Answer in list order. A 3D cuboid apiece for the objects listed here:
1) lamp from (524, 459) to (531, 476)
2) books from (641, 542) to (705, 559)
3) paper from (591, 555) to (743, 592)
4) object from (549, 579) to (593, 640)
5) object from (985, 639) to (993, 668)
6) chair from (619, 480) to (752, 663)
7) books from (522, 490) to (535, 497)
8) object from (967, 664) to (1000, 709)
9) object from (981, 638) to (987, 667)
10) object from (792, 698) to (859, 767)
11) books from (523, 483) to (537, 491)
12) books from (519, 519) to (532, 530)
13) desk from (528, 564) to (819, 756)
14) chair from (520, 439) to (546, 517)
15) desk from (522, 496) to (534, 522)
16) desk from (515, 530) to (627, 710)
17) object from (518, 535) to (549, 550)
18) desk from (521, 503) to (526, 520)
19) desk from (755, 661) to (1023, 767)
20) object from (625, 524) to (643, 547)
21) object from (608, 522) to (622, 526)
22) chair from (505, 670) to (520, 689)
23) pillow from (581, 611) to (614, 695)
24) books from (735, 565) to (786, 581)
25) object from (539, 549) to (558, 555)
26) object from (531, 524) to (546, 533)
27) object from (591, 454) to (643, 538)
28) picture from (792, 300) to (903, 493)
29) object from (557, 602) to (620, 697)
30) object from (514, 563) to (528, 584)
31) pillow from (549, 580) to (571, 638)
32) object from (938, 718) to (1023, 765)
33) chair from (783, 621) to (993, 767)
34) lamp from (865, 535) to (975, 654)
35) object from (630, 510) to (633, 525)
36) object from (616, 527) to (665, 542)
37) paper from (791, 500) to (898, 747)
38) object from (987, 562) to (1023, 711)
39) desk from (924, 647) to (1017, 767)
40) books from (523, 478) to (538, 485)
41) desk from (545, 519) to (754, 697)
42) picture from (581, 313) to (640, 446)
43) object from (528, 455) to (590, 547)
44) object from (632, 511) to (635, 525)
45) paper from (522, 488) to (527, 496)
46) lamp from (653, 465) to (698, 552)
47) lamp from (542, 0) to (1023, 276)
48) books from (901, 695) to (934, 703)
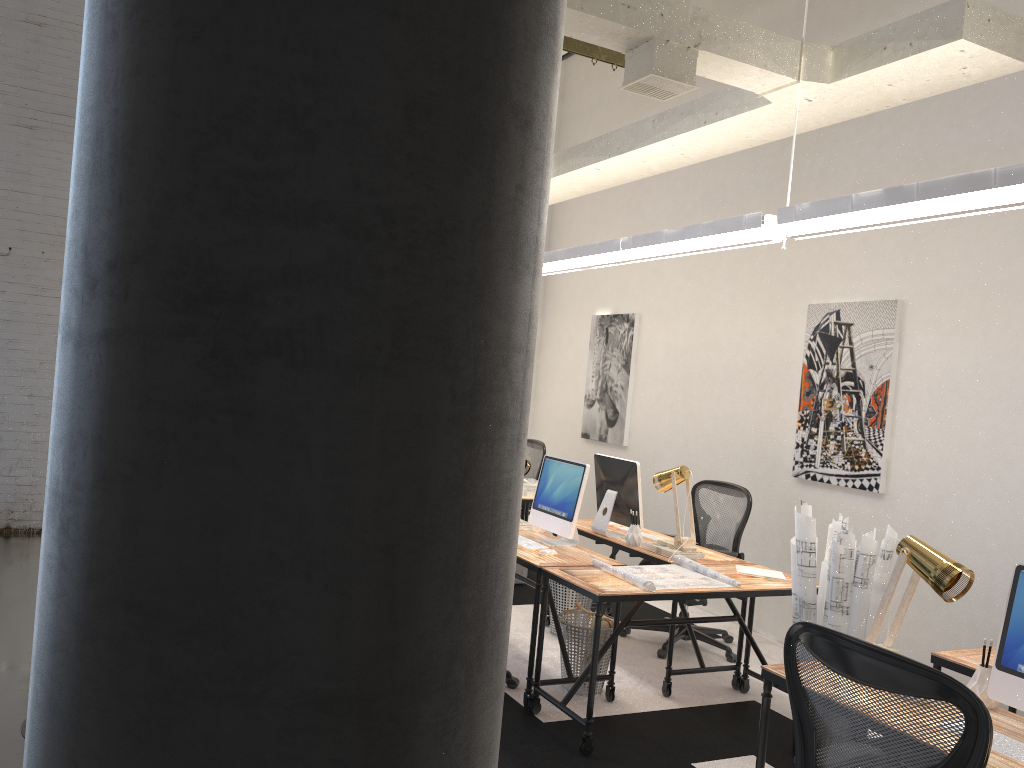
[{"bbox_3d":[-0.019,0.612,5.466,0.128,0.470,0.344,5,1,-26],"label":"lamp"},{"bbox_3d":[0.917,0.948,5.063,0.225,0.038,0.308,5,0,-27],"label":"books"},{"bbox_3d":[0.758,0.932,4.403,0.626,0.061,0.567,5,0,-29],"label":"paper"},{"bbox_3d":[0.384,1.430,5.814,0.353,0.435,0.358,5,1,-30],"label":"object"},{"bbox_3d":[1.515,0.921,2.835,0.054,0.207,0.008,4,1,-40],"label":"object"},{"bbox_3d":[1.186,1.178,5.791,0.793,1.086,0.770,5,1,-43],"label":"chair"},{"bbox_3d":[0.131,0.849,6.997,0.200,0.050,0.271,5,0,-29],"label":"books"},{"bbox_3d":[1.506,0.961,2.822,0.101,0.127,0.101,5,1,18],"label":"object"},{"bbox_3d":[1.502,0.919,2.834,0.008,0.207,0.054,6,1,28],"label":"object"},{"bbox_3d":[1.467,1.559,4.127,0.353,0.398,0.353,5,1,18],"label":"object"},{"bbox_3d":[0.149,0.803,7.020,0.193,0.044,0.257,5,0,-9],"label":"books"},{"bbox_3d":[-0.040,0.862,5.528,0.225,0.038,0.308,5,0,-27],"label":"books"},{"bbox_3d":[0.845,1.326,4.437,1.401,0.725,0.529,5,1,-27],"label":"desk"},{"bbox_3d":[-0.036,1.043,8.173,0.793,1.086,0.770,5,1,-43],"label":"chair"},{"bbox_3d":[-0.377,1.191,6.819,1.401,0.725,0.529,5,1,-27],"label":"desk"},{"bbox_3d":[0.026,1.252,5.113,0.529,0.724,1.400,5,0,-27],"label":"desk"},{"bbox_3d":[0.052,0.882,4.982,0.119,0.018,0.438,5,0,-27],"label":"object"},{"bbox_3d":[-0.439,1.184,7.872,0.529,0.724,1.400,5,0,-27],"label":"desk"},{"bbox_3d":[1.364,1.375,2.548,0.529,0.724,1.400,5,0,-27],"label":"desk"},{"bbox_3d":[0.717,0.887,5.202,0.101,0.127,0.101,5,1,18],"label":"object"},{"bbox_3d":[0.683,0.931,5.905,0.106,0.029,0.059,5,0,-26],"label":"object"},{"bbox_3d":[-0.346,1.041,4.806,0.793,1.086,0.770,5,1,-43],"label":"chair"},{"bbox_3d":[0.469,1.452,4.825,0.120,0.406,0.239,5,1,-26],"label":"pillow"},{"bbox_3d":[1.310,0.996,4.679,0.243,0.019,0.205,5,0,11],"label":"books"},{"bbox_3d":[0.193,0.888,4.686,0.106,0.029,0.059,5,0,-26],"label":"object"},{"bbox_3d":[0.168,0.838,5.387,0.101,0.127,0.101,5,1,18],"label":"object"},{"bbox_3d":[0.635,0.700,5.527,0.190,0.485,0.483,5,1,-27],"label":"object"},{"bbox_3d":[2.149,0.063,5.734,0.049,1.183,0.730,5,1,-27],"label":"picture"},{"bbox_3d":[0.398,1.432,4.794,0.353,0.435,0.358,5,1,-30],"label":"object"},{"bbox_3d":[-0.141,1.352,7.112,0.544,0.455,0.221,5,1,-27],"label":"object"},{"bbox_3d":[0.311,1.436,5.783,0.120,0.406,0.239,5,1,-26],"label":"pillow"},{"bbox_3d":[1.390,1.005,2.417,0.119,0.018,0.438,5,0,-27],"label":"object"},{"bbox_3d":[0.992,1.164,2.241,0.793,1.086,0.770,5,1,-43],"label":"chair"},{"bbox_3d":[1.318,0.735,2.901,0.126,0.470,0.344,5,1,-27],"label":"lamp"},{"bbox_3d":[0.708,0.844,5.210,0.008,0.207,0.054,4,1,-44],"label":"object"},{"bbox_3d":[0.823,0.950,5.609,0.119,0.018,0.438,5,0,-27],"label":"object"},{"bbox_3d":[1.484,1.147,4.133,0.440,1.198,0.412,6,1,41],"label":"paper"},{"bbox_3d":[1.620,0.792,2.490,0.190,0.485,0.483,5,1,-27],"label":"object"},{"bbox_3d":[2.120,1.443,2.924,0.529,0.724,1.400,5,0,-27],"label":"desk"},{"bbox_3d":[0.138,0.771,7.013,0.153,0.030,0.185,5,0,-29],"label":"books"},{"bbox_3d":[0.782,1.319,5.489,0.529,0.724,1.400,5,0,-27],"label":"desk"},{"bbox_3d":[0.901,-0.053,8.219,0.049,1.183,0.730,5,1,-27],"label":"picture"},{"bbox_3d":[0.282,0.668,5.055,0.190,0.485,0.483,5,1,-27],"label":"object"},{"bbox_3d":[0.715,0.846,5.187,0.054,0.207,0.008,4,1,-40],"label":"object"},{"bbox_3d":[-0.400,0.784,6.956,1.133,0.082,0.083,5,0,28],"label":"paper"},{"bbox_3d":[0.941,0.699,5.116,0.128,0.470,0.344,5,1,-26],"label":"lamp"},{"bbox_3d":[0.848,-2.107,5.239,0.226,2.865,7.297,5,0,-27],"label":"lamp"},{"bbox_3d":[1.298,0.985,2.963,0.225,0.038,0.308,5,0,-27],"label":"books"}]
